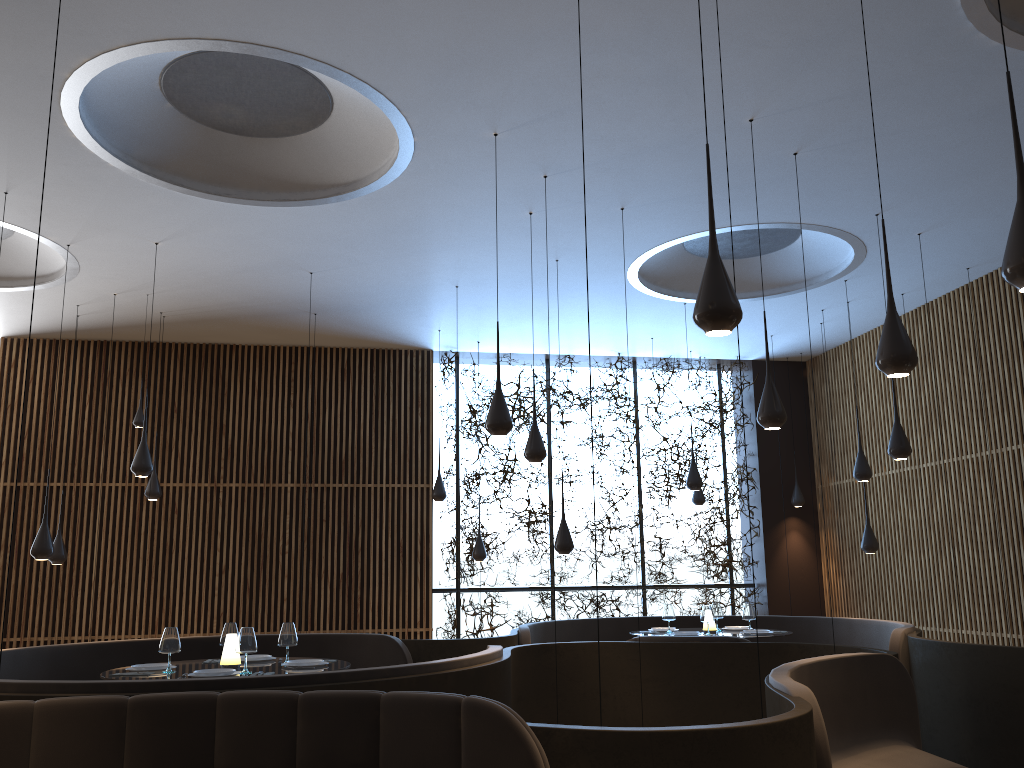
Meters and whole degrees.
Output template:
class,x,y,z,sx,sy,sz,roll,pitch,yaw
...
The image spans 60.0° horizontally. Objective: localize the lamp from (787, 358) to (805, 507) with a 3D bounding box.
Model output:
class,x,y,z,sx,sy,sz,roll,pitch,yaw
lamp,4.140,0.695,13.070,0.196,2.213,0.197,-4,-11,15

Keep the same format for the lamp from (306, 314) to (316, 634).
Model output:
class,x,y,z,sx,sy,sz,roll,pitch,yaw
lamp,-2.341,2.218,10.168,0.196,6.245,0.196,7,-13,-34

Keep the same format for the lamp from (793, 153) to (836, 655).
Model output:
class,x,y,z,sx,sy,sz,roll,pitch,yaw
lamp,2.224,1.296,6.234,0.196,6.245,0.197,-2,-11,5

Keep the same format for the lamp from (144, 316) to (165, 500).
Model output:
class,x,y,z,sx,sy,sz,roll,pitch,yaw
lamp,-4.214,0.268,10.566,0.196,2.213,0.197,-4,-11,15

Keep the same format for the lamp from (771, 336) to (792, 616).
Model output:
class,x,y,z,sx,sy,sz,roll,pitch,yaw
lamp,3.569,2.413,11.447,0.196,6.245,0.197,-4,-11,15

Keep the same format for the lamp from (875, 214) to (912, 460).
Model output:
class,x,y,z,sx,sy,sz,roll,pitch,yaw
lamp,3.312,-0.441,7.800,0.196,2.213,0.196,4,-12,-24

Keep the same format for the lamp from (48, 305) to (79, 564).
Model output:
class,x,y,z,sx,sy,sz,roll,pitch,yaw
lamp,-5.023,0.535,10.023,0.196,2.947,0.196,4,-12,-24

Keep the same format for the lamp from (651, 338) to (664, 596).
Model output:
class,x,y,z,sx,sy,sz,roll,pitch,yaw
lamp,1.953,2.446,11.493,0.196,6.245,0.197,-4,-11,15

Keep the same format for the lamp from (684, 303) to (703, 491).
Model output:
class,x,y,z,sx,sy,sz,roll,pitch,yaw
lamp,2.075,0.132,10.349,0.196,2.213,0.196,4,-12,-24

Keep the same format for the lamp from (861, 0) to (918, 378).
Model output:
class,x,y,z,sx,sy,sz,roll,pitch,yaw
lamp,1.877,-1.128,4.553,0.196,2.213,0.196,-6,-12,25

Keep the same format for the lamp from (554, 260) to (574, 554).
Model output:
class,x,y,z,sx,sy,sz,roll,pitch,yaw
lamp,0.481,0.186,8.780,0.196,2.947,0.197,2,-11,-15

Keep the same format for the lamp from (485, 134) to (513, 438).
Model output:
class,x,y,z,sx,sy,sz,roll,pitch,yaw
lamp,-0.103,-0.730,6.253,0.196,2.213,0.196,-6,-12,25

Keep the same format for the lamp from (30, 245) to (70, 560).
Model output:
class,x,y,z,sx,sy,sz,roll,pitch,yaw
lamp,-4.213,0.122,8.182,0.196,2.947,0.196,-8,-13,34

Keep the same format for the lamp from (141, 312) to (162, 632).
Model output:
class,x,y,z,sx,sy,sz,roll,pitch,yaw
lamp,-4.158,2.214,10.029,0.196,6.245,0.197,0,-11,-2

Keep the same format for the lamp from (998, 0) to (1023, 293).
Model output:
class,x,y,z,sx,sy,sz,roll,pitch,yaw
lamp,1.775,-1.413,3.237,0.196,2.213,0.197,2,-11,-15

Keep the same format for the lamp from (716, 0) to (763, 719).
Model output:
class,x,y,z,sx,sy,sz,roll,pitch,yaw
lamp,1.143,0.870,4.204,0.196,6.245,0.196,-6,-12,25

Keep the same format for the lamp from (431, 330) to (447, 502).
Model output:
class,x,y,z,sx,sy,sz,roll,pitch,yaw
lamp,-0.930,0.391,11.346,0.196,2.213,0.196,-6,-12,25

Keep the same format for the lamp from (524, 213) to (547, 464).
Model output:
class,x,y,z,sx,sy,sz,roll,pitch,yaw
lamp,0.182,-0.424,7.657,0.196,2.213,0.196,-6,-12,25

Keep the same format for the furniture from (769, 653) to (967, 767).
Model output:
class,x,y,z,sx,sy,sz,roll,pitch,yaw
furniture,1.934,2.052,4.724,0.901,1.042,2.540,-8,-14,31

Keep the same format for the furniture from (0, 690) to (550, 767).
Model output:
class,x,y,z,sx,sy,sz,roll,pitch,yaw
furniture,-1.105,1.630,2.962,2.531,1.055,0.936,0,-12,-4

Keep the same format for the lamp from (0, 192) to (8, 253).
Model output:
class,x,y,z,sx,sy,sz,roll,pitch,yaw
lamp,-4.152,-0.129,7.033,0.196,2.947,0.196,10,-15,-44

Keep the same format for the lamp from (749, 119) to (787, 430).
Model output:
class,x,y,z,sx,sy,sz,roll,pitch,yaw
lamp,1.716,-0.789,6.100,0.196,2.213,0.196,-6,-12,25

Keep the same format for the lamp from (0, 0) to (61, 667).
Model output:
class,x,y,z,sx,sy,sz,roll,pitch,yaw
lamp,-2.163,0.829,3.803,0.196,6.245,0.196,-6,-12,25

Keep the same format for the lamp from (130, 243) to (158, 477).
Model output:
class,x,y,z,sx,sy,sz,roll,pitch,yaw
lamp,-3.367,-0.249,8.231,0.196,2.213,0.197,2,-11,-15

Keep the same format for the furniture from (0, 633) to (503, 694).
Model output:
class,x,y,z,sx,sy,sz,roll,pitch,yaw
furniture,-2.039,2.441,6.186,3.795,1.113,3.894,8,-15,-34

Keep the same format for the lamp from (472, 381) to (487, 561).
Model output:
class,x,y,z,sx,sy,sz,roll,pitch,yaw
lamp,-0.444,0.868,11.854,0.196,2.947,0.196,-6,-12,25

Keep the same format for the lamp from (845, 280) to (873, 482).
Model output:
class,x,y,z,sx,sy,sz,roll,pitch,yaw
lamp,3.704,-0.056,9.595,0.196,2.213,0.196,4,-12,-24

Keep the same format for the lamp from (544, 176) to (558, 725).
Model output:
class,x,y,z,sx,sy,sz,roll,pitch,yaw
lamp,0.313,1.395,6.564,0.196,6.245,0.196,-6,-12,25

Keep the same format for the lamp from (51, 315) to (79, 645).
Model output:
class,x,y,z,sx,sy,sz,roll,pitch,yaw
lamp,-5.190,2.245,10.104,0.196,6.245,0.197,0,-11,-2

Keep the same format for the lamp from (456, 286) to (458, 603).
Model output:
class,x,y,z,sx,sy,sz,roll,pitch,yaw
lamp,-0.566,1.990,9.236,0.196,6.245,0.196,-8,-13,34

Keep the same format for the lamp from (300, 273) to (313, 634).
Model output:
class,x,y,z,sx,sy,sz,roll,pitch,yaw
lamp,-2.066,1.901,8.729,0.196,6.245,0.196,-8,-13,34

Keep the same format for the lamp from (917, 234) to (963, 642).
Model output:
class,x,y,z,sx,sy,sz,roll,pitch,yaw
lamp,3.939,1.633,7.892,0.196,6.245,0.197,-2,-11,5

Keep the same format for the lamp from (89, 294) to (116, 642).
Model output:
class,x,y,z,sx,sy,sz,roll,pitch,yaw
lamp,-4.398,2.065,9.331,0.196,6.245,0.197,-4,-11,18

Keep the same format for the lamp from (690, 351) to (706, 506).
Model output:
class,x,y,z,sx,sy,sz,roll,pitch,yaw
lamp,2.597,0.613,12.595,0.196,2.213,0.197,-4,-11,15

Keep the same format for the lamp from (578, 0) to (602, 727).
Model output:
class,x,y,z,sx,sy,sz,roll,pitch,yaw
lamp,0.358,0.785,3.764,0.196,6.245,0.196,-6,-12,25

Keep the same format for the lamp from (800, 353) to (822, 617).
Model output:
class,x,y,z,sx,sy,sz,roll,pitch,yaw
lamp,4.286,2.614,12.419,0.196,6.245,0.197,-4,-11,15

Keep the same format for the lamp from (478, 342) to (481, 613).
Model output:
class,x,y,z,sx,sy,sz,roll,pitch,yaw
lamp,-0.412,2.497,11.573,0.196,6.245,0.197,-4,-11,15

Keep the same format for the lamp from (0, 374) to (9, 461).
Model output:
class,x,y,z,sx,sy,sz,roll,pitch,yaw
lamp,-6.053,2.944,10.145,0.196,6.245,0.196,7,-13,-34

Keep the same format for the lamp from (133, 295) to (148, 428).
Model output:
class,x,y,z,sx,sy,sz,roll,pitch,yaw
lamp,-4.079,-0.263,9.809,0.133,1.501,0.133,2,-11,-15

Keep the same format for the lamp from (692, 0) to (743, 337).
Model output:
class,x,y,z,sx,sy,sz,roll,pitch,yaw
lamp,0.806,-1.288,3.733,0.196,2.213,0.196,-6,-12,25

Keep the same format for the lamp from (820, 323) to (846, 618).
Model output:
class,x,y,z,sx,sy,sz,roll,pitch,yaw
lamp,4.045,2.283,10.881,0.196,6.245,0.196,4,-12,-24

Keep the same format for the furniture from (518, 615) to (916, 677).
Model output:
class,x,y,z,sx,sy,sz,roll,pitch,yaw
furniture,2.051,2.973,9.005,3.796,1.042,3.898,7,-14,-32

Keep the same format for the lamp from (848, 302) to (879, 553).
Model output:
class,x,y,z,sx,sy,sz,roll,pitch,yaw
lamp,4.035,0.468,10.307,0.196,2.947,0.196,4,-12,-24
